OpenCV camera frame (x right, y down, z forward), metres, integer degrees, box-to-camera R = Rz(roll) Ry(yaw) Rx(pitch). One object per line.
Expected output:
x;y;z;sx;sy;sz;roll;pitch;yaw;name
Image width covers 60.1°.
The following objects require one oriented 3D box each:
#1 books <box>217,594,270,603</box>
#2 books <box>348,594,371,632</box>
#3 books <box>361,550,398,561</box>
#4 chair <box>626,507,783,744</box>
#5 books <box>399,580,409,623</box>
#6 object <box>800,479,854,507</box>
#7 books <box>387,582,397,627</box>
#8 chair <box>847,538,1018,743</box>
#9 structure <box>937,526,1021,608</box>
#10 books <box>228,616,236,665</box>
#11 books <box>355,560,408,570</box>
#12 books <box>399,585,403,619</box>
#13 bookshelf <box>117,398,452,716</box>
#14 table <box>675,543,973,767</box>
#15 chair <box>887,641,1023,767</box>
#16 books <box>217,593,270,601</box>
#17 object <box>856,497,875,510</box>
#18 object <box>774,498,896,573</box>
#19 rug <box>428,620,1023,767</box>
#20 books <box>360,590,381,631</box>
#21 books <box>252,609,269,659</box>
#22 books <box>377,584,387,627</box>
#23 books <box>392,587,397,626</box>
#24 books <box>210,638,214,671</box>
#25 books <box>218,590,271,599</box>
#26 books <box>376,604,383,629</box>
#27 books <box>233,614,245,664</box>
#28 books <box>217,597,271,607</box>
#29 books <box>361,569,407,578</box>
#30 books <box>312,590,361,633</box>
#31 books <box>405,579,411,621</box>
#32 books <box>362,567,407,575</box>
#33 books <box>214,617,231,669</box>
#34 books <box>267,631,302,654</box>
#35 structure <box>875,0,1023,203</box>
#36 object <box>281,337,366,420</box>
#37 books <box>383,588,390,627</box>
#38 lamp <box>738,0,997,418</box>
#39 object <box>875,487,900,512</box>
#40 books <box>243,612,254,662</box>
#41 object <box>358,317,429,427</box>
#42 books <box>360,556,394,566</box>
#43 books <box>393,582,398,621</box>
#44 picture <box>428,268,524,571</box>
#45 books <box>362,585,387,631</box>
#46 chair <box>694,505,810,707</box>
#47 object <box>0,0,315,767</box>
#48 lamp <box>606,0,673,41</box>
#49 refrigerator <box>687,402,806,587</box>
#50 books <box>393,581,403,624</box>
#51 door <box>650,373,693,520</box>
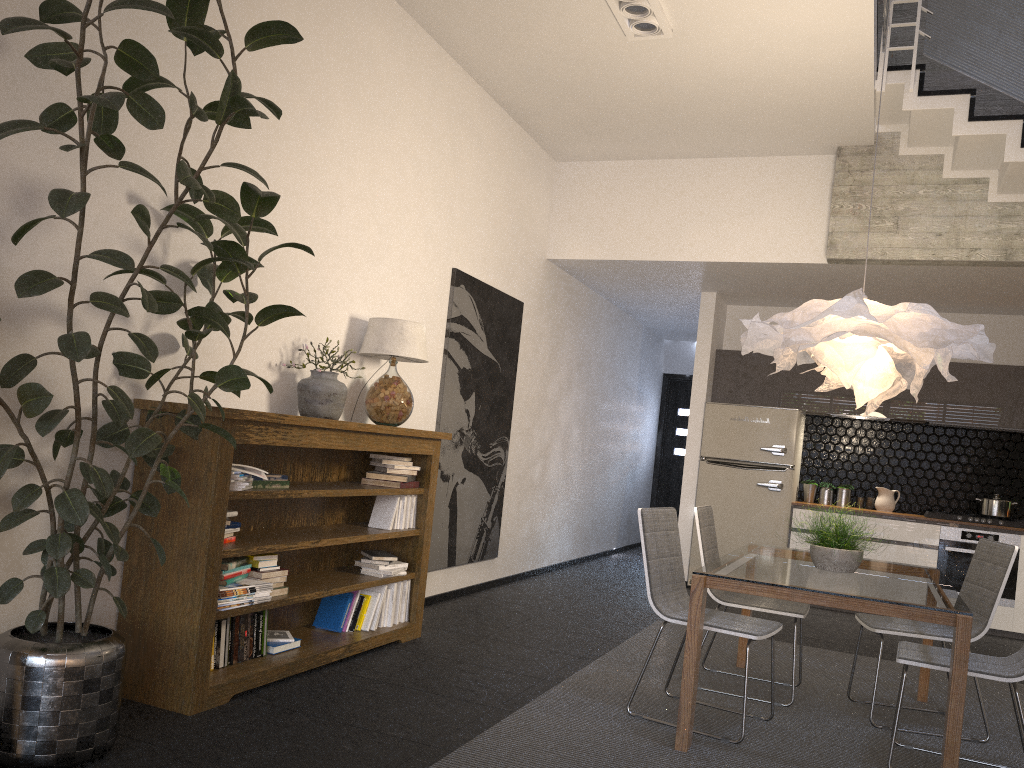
-1.189;0.871;3.670;0.218;0.008;0.289;4;-4;29;books
-0.845;1.199;4.665;0.146;0.183;0.147;5;-2;26;books
-0.723;0.932;4.815;0.148;0.023;0.221;8;-4;-26;books
0.868;1.050;3.996;0.600;0.918;0.477;5;-2;32;chair
-0.674;1.207;4.990;0.175;0.243;0.024;5;-1;22;books
2.913;1.007;8.195;0.481;0.220;0.173;5;-2;19;object
-0.723;1.192;4.842;0.175;0.243;0.024;5;-1;22;books
2.030;1.192;4.309;0.601;0.918;0.476;6;-1;8;chair
3.908;1.519;7.494;0.586;0.588;0.586;5;-2;23;structure
-1.259;1.065;3.768;0.171;0.240;0.055;5;-1;22;books
-0.710;0.980;4.815;0.174;0.024;0.244;4;-5;32;books
-0.702;1.203;4.974;0.175;0.243;0.024;5;-1;22;books
-0.972;0.752;4.260;0.450;1.170;1.926;5;-3;23;bookshelf
1.478;1.226;4.153;0.995;0.713;1.806;5;-4;23;table
1.878;1.126;3.563;0.600;0.918;0.476;5;-2;25;chair
-1.189;0.866;3.671;0.218;0.008;0.289;4;-4;29;books
3.231;1.088;8.102;0.160;0.110;0.078;4;-2;28;object
1.514;0.704;4.155;0.530;0.367;0.670;5;-3;18;object
1.431;1.575;4.135;2.367;0.006;3.699;4;-4;23;rug
-0.795;1.198;4.698;0.154;0.194;0.105;5;-2;23;books
-1.179;1.084;3.933;0.167;0.241;0.104;5;-1;23;books
-0.769;1.185;4.810;0.175;0.243;0.024;5;-1;22;books
-0.723;1.194;4.866;0.174;0.243;0.019;5;-1;22;books
-1.314;1.053;3.633;0.171;0.235;0.108;5;-1;23;books
-1.183;0.856;3.674;0.218;0.008;0.289;4;-4;27;books
-0.770;1.201;4.758;0.154;0.203;0.073;5;-1;22;books
-1.240;1.079;3.816;0.171;0.224;0.083;5;-1;22;books
-1.185;0.885;3.668;0.218;0.008;0.306;4;-4;27;books
-0.697;1.022;4.803;0.154;0.020;0.206;4;-5;32;books
-0.912;1.165;4.619;0.171;0.227;0.165;5;-2;23;books
-0.660;1.210;5.018;0.174;0.244;0.040;5;-1;22;books
-0.692;1.003;4.808;0.174;0.019;0.244;5;-4;13;books
-1.277;1.061;3.712;0.167;0.241;0.099;5;-1;23;books
-1.109;1.195;4.102;0.271;0.050;0.258;7;-4;-22;books
2.675;-2.415;4.929;4.226;8.300;8.489;5;-2;23;structure
-0.930;-0.034;4.348;0.385;0.412;0.276;6;-2;1;object
-0.742;1.208;4.826;0.154;0.205;0.020;5;-1;22;books
1.856;-2.442;4.184;1.115;5.207;1.065;5;-1;33;lamp
3.386;1.047;8.004;0.189;0.215;0.172;4;-2;36;object
-1.217;1.077;3.871;0.171;0.241;0.085;5;-1;22;books
-0.665;-0.054;4.912;0.390;0.581;0.390;6;-2;-8;object
-0.725;0.954;4.807;0.155;0.022;0.205;6;-4;3;books
-0.727;1.197;4.913;0.175;0.243;0.024;5;-1;22;books
-0.256;0.299;6.440;0.033;2.026;1.237;6;-2;23;picture
-0.777;1.182;4.734;0.174;0.234;0.101;5;-1;23;books
1.233;1.132;4.639;0.600;0.918;0.476;5;-2;23;chair
-1.173;-0.380;2.847;0.907;3.196;2.014;6;-2;0;object
0.668;-2.023;4.734;0.253;0.066;0.647;4;-4;23;lamp
2.170;1.071;8.185;0.827;1.709;0.772;5;-1;23;refrigerator
-0.699;1.200;4.924;0.174;0.243;0.019;5;-1;22;books
2.430;1.045;11.631;1.106;2.313;0.161;5;-1;22;door
